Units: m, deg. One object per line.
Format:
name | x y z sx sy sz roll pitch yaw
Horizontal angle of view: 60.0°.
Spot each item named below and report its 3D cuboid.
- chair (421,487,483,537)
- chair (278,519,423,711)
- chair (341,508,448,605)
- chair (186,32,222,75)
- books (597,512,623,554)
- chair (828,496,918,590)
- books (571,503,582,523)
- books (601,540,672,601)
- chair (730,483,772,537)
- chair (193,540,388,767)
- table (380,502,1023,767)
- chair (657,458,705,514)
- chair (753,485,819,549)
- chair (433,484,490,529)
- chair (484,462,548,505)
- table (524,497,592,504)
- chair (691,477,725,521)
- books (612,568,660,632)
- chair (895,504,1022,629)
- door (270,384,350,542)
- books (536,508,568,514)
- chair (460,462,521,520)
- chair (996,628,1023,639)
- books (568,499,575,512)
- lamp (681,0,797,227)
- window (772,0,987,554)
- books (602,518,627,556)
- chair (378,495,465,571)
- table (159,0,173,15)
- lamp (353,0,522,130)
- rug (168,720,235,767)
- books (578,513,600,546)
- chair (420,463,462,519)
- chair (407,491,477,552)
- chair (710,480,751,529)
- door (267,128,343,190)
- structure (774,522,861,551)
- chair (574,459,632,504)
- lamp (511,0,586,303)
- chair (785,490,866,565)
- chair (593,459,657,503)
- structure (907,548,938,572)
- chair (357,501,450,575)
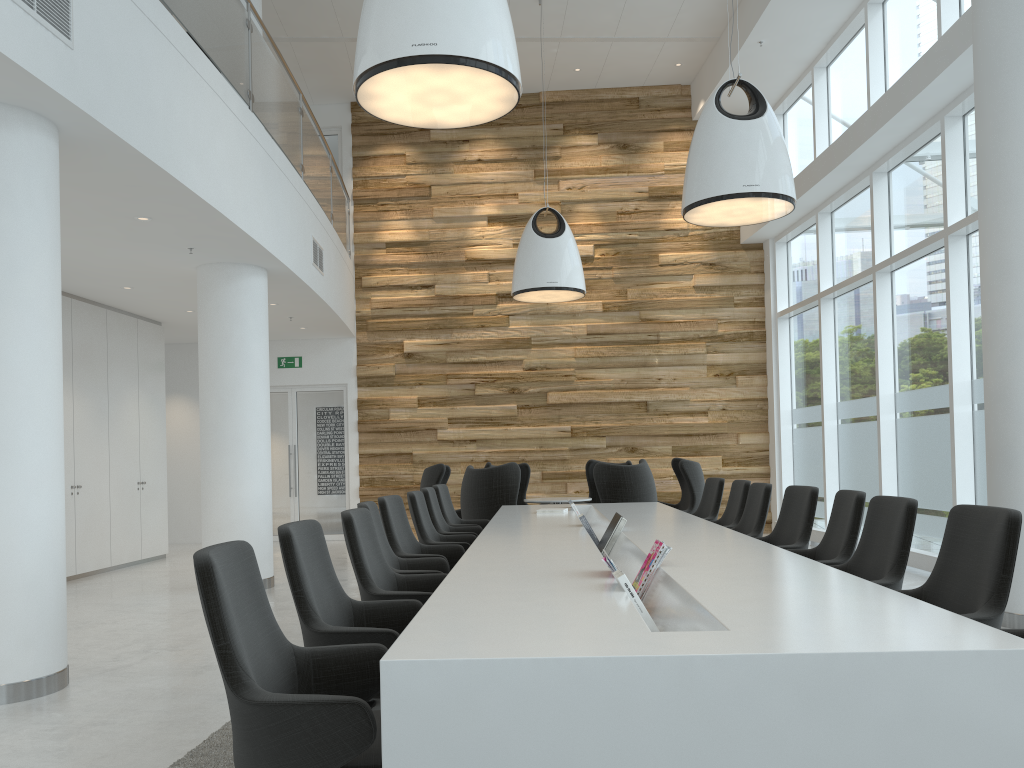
chair | -0.429 1.324 7.246 0.674 0.965 0.687 -1 -2 1
chair | -0.544 0.998 3.332 0.674 0.965 0.687 -1 -2 1
chair | -0.474 1.064 4.145 0.674 0.965 0.687 -1 -2 1
chair | -2.942 -2.667 7.563 0.913 1.151 0.919 -1 -2 -8
books | 0.599 0.916 5.460 0.139 0.229 0.357 -1 -4 2
chair | 1.531 1.011 4.101 0.674 0.965 0.687 -1 -2 1
books | 0.573 1.125 7.576 0.139 0.223 0.162 -1 -2 2
books | 0.504 0.781 3.537 0.231 0.275 0.598 -2 -4 22
chair | 1.560 1.203 6.384 0.674 0.965 0.687 -1 -2 1
chair | -0.538 0.924 2.456 0.674 0.965 0.687 -1 -2 -4
table | 0.560 1.251 5.266 1.500 0.738 6.574 -2 -5 2
chair | 1.799 1.443 10.413 0.917 1.151 0.916 -1 -2 -8
chair | 1.621 1.139 5.646 0.674 0.965 0.687 -1 -2 -4
chair | -0.401 1.392 8.059 0.674 0.965 0.687 -2 -2 6
chair | 0.002 1.575 11.454 0.914 1.151 0.919 0 -3 -38
table | 0.546 1.697 10.412 0.800 0.695 0.800 -3 -3 26
chair | 1.624 1.343 8.073 0.674 0.965 0.687 -1 -2 -4
books | 0.426 0.752 3.044 0.143 0.226 0.204 -1 -3 1
chair | 1.515 0.943 3.282 0.674 0.965 0.687 -1 -2 1
door | -3.373 1.225 13.682 1.805 2.398 0.132 -2 -1 4
books | 0.333 1.046 7.313 0.224 0.026 0.264 -2 -5 11
chair | -0.083 1.409 9.454 0.914 1.151 0.918 -2 -3 22
chair | 1.487 0.875 2.469 0.674 0.965 0.687 -2 -2 6
books | 0.577 1.146 7.915 0.153 0.241 0.183 -1 -2 2
lamp | 1.743 -3.170 7.035 0.884 3.642 0.885 0 -2 -45
window | -16.385 -0.613 10.331 63.035 6.130 30.839 -6 -6 41
books | 0.616 0.935 5.478 0.158 0.241 0.353 -1 -4 2
chair | -0.530 1.194 5.668 0.674 0.965 0.687 -2 -2 6
table | -2.959 -2.537 6.679 0.801 0.753 0.800 -4 -4 41
lamp | -0.432 -3.314 4.681 0.884 3.642 0.885 0 -1 -43
rug | 0.426 1.653 5.604 3.939 0.010 13.484 -2 -5 2
books | 0.515 0.970 5.818 0.153 0.238 0.191 -1 -2 2
chair | -0.621 1.507 10.461 0.917 1.151 0.916 -1 -2 -8
chair | -0.445 1.256 6.427 0.674 0.965 0.687 -1 -2 1
chair | 1.630 1.269 7.196 0.674 0.965 0.687 -1 -2 1
door | -3.470 -2.731 13.741 1.805 2.398 0.132 -2 -1 4
structure | 3.837 1.935 11.180 0.150 0.213 2.697 -1 -5 -3
chair | 1.167 1.544 11.421 0.914 1.151 0.918 -2 -3 22
lamp | 0.388 -2.847 10.483 0.885 3.642 0.884 -2 -1 40
chair | 1.616 1.073 4.860 0.674 0.965 0.687 -2 -2 6
chair | 1.099 1.375 9.391 0.914 1.151 0.919 0 -3 -38
structure | 3.896 1.667 8.019 0.150 0.213 2.697 -1 -5 0
chair | -0.535 1.128 4.883 0.674 0.965 0.687 -1 -2 -4
